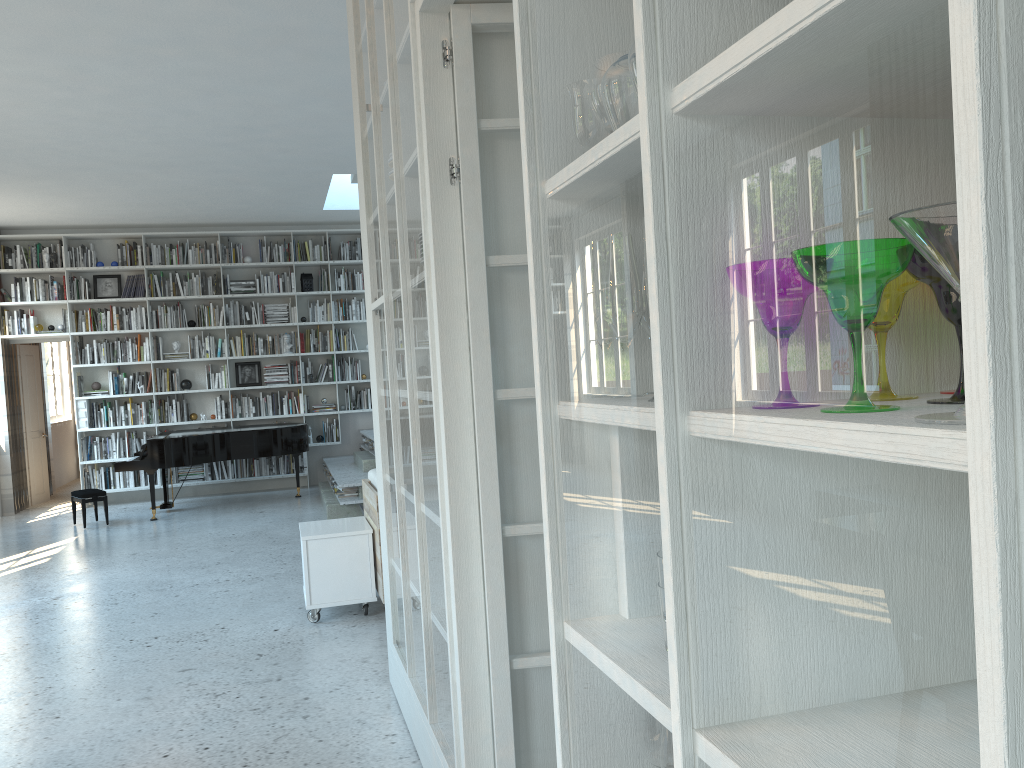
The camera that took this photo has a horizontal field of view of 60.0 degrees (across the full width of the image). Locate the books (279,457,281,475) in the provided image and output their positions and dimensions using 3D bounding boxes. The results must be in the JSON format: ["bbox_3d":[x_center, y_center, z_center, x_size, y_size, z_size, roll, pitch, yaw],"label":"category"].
[{"bbox_3d":[-2.840,0.999,10.853,0.010,0.206,0.180,-4,2,-15],"label":"books"}]

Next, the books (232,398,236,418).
[{"bbox_3d":[-3.358,0.289,10.729,0.029,0.244,0.154,-4,2,-15],"label":"books"}]

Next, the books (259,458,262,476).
[{"bbox_3d":[-3.067,0.969,10.816,0.026,0.294,0.155,-4,2,-15],"label":"books"}]

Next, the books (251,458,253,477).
[{"bbox_3d":[-3.163,1.003,10.792,0.012,0.239,0.128,-4,2,-15],"label":"books"}]

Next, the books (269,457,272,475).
[{"bbox_3d":[-2.947,1.002,10.840,0.022,0.213,0.167,-4,2,-15],"label":"books"}]

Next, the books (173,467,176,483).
[{"bbox_3d":[-4.017,1.064,10.566,0.027,0.227,0.139,-4,2,-15],"label":"books"}]

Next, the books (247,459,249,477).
[{"bbox_3d":[-3.207,0.970,10.772,0.034,0.311,0.170,-4,2,-15],"label":"books"}]

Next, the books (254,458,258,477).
[{"bbox_3d":[-3.115,1.017,10.785,0.028,0.206,0.174,-4,2,-15],"label":"books"}]

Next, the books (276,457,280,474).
[{"bbox_3d":[-2.872,0.997,10.877,0.040,0.212,0.129,-4,2,-15],"label":"books"}]

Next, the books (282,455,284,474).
[{"bbox_3d":[-2.805,0.953,10.868,0.011,0.293,0.184,-4,2,-15],"label":"books"}]

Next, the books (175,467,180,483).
[{"bbox_3d":[-3.993,1.035,10.572,0.027,0.282,0.129,-4,2,-15],"label":"books"}]

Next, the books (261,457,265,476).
[{"bbox_3d":[-3.039,0.997,10.827,0.030,0.235,0.138,-4,2,-15],"label":"books"}]

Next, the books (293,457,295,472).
[{"bbox_3d":[-2.671,0.989,10.907,0.022,0.205,0.191,-4,2,-15],"label":"books"}]

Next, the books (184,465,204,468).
[{"bbox_3d":[-3.837,0.988,10.615,0.285,0.005,0.159,-4,1,-15],"label":"books"}]

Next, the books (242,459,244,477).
[{"bbox_3d":[-3.266,0.999,10.777,0.010,0.259,0.131,-4,2,-15],"label":"books"}]

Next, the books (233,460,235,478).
[{"bbox_3d":[-3.362,1.016,10.750,0.021,0.237,0.115,-4,2,-15],"label":"books"}]

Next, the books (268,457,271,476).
[{"bbox_3d":[-2.965,0.967,10.830,0.013,0.285,0.185,-4,2,-15],"label":"books"}]

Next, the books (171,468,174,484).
[{"bbox_3d":[-4.039,1.063,10.551,0.023,0.231,0.164,-4,2,-15],"label":"books"}]

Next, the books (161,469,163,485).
[{"bbox_3d":[-4.146,1.043,10.533,0.012,0.285,0.159,-4,2,-15],"label":"books"}]

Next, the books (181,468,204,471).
[{"bbox_3d":[-3.835,1.020,10.606,0.285,0.005,0.159,-4,1,-19],"label":"books"}]

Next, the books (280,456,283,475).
[{"bbox_3d":[-2.822,0.996,10.863,0.029,0.210,0.170,-4,2,-15],"label":"books"}]

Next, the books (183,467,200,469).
[{"bbox_3d":[-3.836,0.999,10.615,0.254,0.006,0.161,-4,1,-15],"label":"books"}]

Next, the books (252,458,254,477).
[{"bbox_3d":[-3.153,0.984,10.799,0.012,0.276,0.154,-4,2,-15],"label":"books"}]

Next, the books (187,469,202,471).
[{"bbox_3d":[-3.837,1.026,10.615,0.254,0.006,0.161,-4,1,-15],"label":"books"}]

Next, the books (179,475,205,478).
[{"bbox_3d":[-3.828,1.107,10.614,0.285,0.007,0.159,-4,1,-13],"label":"books"}]

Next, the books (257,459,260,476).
[{"bbox_3d":[-3.095,1.020,10.821,0.030,0.197,0.143,-4,2,-15],"label":"books"}]

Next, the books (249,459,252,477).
[{"bbox_3d":[-3.181,1.000,10.791,0.022,0.247,0.143,-4,2,-15],"label":"books"}]

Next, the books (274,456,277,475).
[{"bbox_3d":[-2.902,0.975,10.860,0.024,0.262,0.131,-4,2,-15],"label":"books"}]

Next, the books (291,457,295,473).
[{"bbox_3d":[-2.696,0.997,10.911,0.024,0.191,0.155,-4,2,-15],"label":"books"}]

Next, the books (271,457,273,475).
[{"bbox_3d":[-2.932,0.940,10.834,0.014,0.336,0.182,-4,2,-15],"label":"books"}]

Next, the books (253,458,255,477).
[{"bbox_3d":[-3.142,0.993,10.802,0.012,0.255,0.150,-4,2,-15],"label":"books"}]

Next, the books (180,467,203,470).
[{"bbox_3d":[-3.833,1.004,10.605,0.254,0.006,0.161,-4,1,-20],"label":"books"}]

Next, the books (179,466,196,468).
[{"bbox_3d":[-3.836,0.982,10.612,0.254,0.006,0.161,-4,1,-14],"label":"books"}]

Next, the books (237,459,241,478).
[{"bbox_3d":[-3.303,1.004,10.736,0.026,0.256,0.183,-4,2,-15],"label":"books"}]

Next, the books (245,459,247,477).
[{"bbox_3d":[-3.230,0.958,10.765,0.012,0.337,0.144,-4,2,-15],"label":"books"}]

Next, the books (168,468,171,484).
[{"bbox_3d":[-4.075,1.089,10.544,0.053,0.184,0.148,-4,2,-15],"label":"books"}]

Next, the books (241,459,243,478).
[{"bbox_3d":[-3.277,0.960,10.760,0.014,0.340,0.139,-4,2,-15],"label":"books"}]

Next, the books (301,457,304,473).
[{"bbox_3d":[-2.585,0.995,10.940,0.023,0.182,0.148,-4,2,-15],"label":"books"}]

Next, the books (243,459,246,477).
[{"bbox_3d":[-3.248,0.996,10.772,0.025,0.264,0.145,-4,2,-15],"label":"books"}]

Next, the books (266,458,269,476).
[{"bbox_3d":[-2.984,1.009,10.839,0.024,0.203,0.144,-4,2,-15],"label":"books"}]

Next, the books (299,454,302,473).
[{"bbox_3d":[-2.608,0.978,10.921,0.029,0.218,0.191,-4,2,-15],"label":"books"}]

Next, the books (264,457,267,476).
[{"bbox_3d":[-3.012,0.982,10.833,0.028,0.261,0.132,-4,2,-15],"label":"books"}]

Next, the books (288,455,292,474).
[{"bbox_3d":[-2.734,0.976,10.906,0.028,0.239,0.140,-4,2,-15],"label":"books"}]

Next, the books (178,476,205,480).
[{"bbox_3d":[-3.825,1.121,10.608,0.285,0.007,0.159,-4,1,-10],"label":"books"}]

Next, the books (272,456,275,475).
[{"bbox_3d":[-2.917,0.963,10.840,0.014,0.288,0.184,-4,2,-15],"label":"books"}]

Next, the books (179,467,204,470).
[{"bbox_3d":[-3.834,1.010,10.609,0.285,0.005,0.159,-4,1,-18],"label":"books"}]

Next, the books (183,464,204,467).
[{"bbox_3d":[-3.834,0.977,10.603,0.285,0.005,0.159,-4,1,-10],"label":"books"}]

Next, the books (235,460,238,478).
[{"bbox_3d":[-3.336,1.007,10.749,0.012,0.254,0.161,-4,2,-15],"label":"books"}]

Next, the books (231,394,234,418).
[{"bbox_3d":[-3.380,0.269,10.725,0.012,0.285,0.159,-4,2,-15],"label":"books"}]

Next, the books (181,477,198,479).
[{"bbox_3d":[-3.826,1.114,10.610,0.254,0.007,0.161,-4,1,-19],"label":"books"}]

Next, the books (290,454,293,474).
[{"bbox_3d":[-2.712,0.965,10.896,0.011,0.258,0.171,-4,2,-15],"label":"books"}]

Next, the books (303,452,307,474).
[{"bbox_3d":[-2.540,0.949,10.880,0.038,0.269,0.277,-4,2,-15],"label":"books"}]

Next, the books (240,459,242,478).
[{"bbox_3d":[-3.285,0.980,10.741,0.014,0.301,0.184,-4,2,-15],"label":"books"}]

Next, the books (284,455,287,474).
[{"bbox_3d":[-2.775,0.973,10.866,0.044,0.251,0.187,-4,2,-15],"label":"books"}]

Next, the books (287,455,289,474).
[{"bbox_3d":[-2.750,0.938,10.876,0.013,0.317,0.186,-4,2,-15],"label":"books"}]

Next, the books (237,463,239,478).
[{"bbox_3d":[-3.326,1.014,10.755,0.010,0.238,0.134,-4,2,-15],"label":"books"}]

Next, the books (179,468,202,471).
[{"bbox_3d":[-3.833,1.015,10.607,0.254,0.006,0.161,-4,1,-11],"label":"books"}]

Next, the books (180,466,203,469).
[{"bbox_3d":[-3.836,0.993,10.615,0.254,0.006,0.161,-4,1,-15],"label":"books"}]
